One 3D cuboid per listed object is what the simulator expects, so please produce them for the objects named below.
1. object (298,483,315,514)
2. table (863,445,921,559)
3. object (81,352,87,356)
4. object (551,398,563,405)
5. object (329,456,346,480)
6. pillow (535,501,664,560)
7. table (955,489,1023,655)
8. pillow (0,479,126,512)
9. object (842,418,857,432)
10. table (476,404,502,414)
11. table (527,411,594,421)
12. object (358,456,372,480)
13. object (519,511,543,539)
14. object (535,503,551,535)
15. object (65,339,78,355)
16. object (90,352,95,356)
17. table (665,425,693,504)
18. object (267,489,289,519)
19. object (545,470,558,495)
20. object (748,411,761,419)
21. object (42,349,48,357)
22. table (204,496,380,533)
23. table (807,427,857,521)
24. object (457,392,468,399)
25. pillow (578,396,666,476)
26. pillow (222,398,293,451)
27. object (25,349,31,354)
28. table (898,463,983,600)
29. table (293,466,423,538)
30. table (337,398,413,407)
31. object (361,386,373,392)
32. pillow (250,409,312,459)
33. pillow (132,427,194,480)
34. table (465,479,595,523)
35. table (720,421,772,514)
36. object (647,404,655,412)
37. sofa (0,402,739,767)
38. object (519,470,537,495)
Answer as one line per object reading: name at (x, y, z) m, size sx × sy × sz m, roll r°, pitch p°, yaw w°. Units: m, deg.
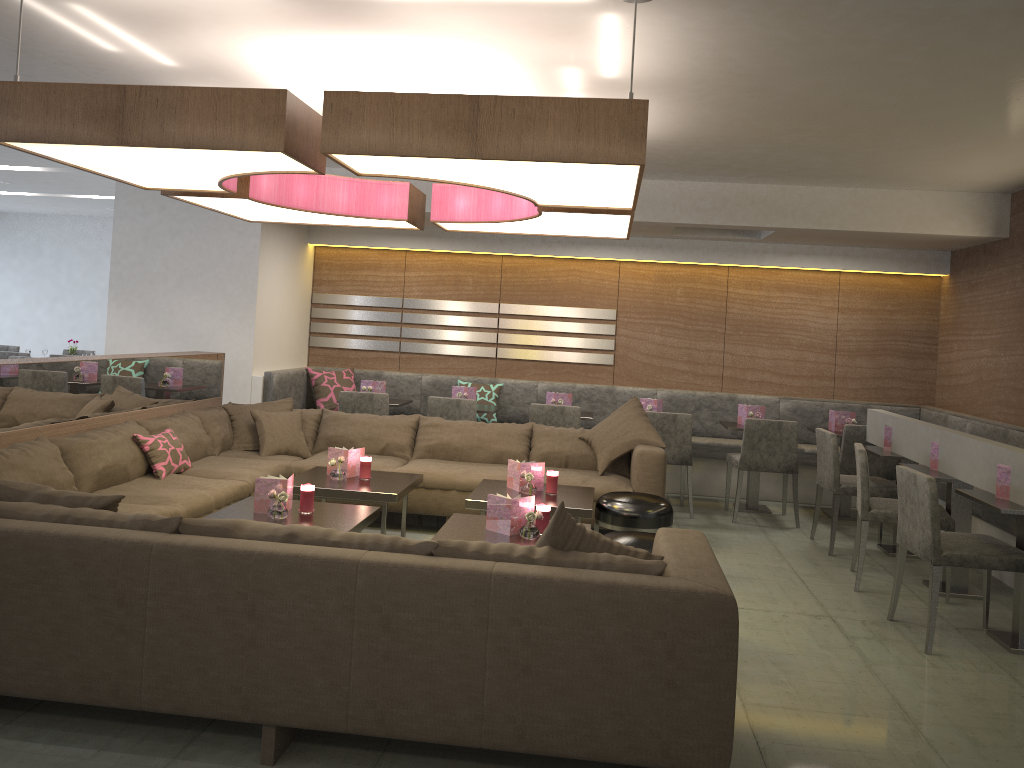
object at (-0.942, 0.525, 4.067) m, size 0.075 × 0.128 × 0.076 m, roll 3°, pitch 0°, yaw -21°
table at (2.559, 0.772, 5.743) m, size 0.506 × 0.655 × 0.506 m, roll 3°, pitch 1°, yaw 6°
object at (-4.713, -0.278, 9.733) m, size 0.053 × 0.139 × 0.053 m, roll 4°, pitch 0°, yaw -36°
object at (0.358, 0.174, 7.044) m, size 0.094 × 0.125 × 0.102 m, roll 3°, pitch 1°, yaw -30°
object at (-0.974, 0.468, 4.934) m, size 0.102 × 0.132 × 0.092 m, roll 3°, pitch 1°, yaw -29°
pillow at (0.198, 0.552, 2.809) m, size 0.531 × 0.405 × 0.279 m, roll 3°, pitch 1°, yaw -5°
table at (2.372, 0.868, 4.038) m, size 0.506 × 0.655 × 0.506 m, roll 3°, pitch 1°, yaw 6°
pillow at (-1.531, 0.493, 3.026) m, size 0.494 × 0.339 × 0.312 m, roll 3°, pitch 1°, yaw 1°
object at (2.590, 0.319, 6.797) m, size 0.099 × 0.125 × 0.097 m, roll 3°, pitch 1°, yaw -23°
table at (-0.380, 0.510, 7.194) m, size 0.506 × 0.655 × 0.506 m, roll 3°, pitch 1°, yaw 6°
table at (0.380, 0.560, 7.110) m, size 0.506 × 0.655 × 0.506 m, roll 3°, pitch 1°, yaw 6°
object at (-0.829, 0.473, 5.003) m, size 0.075 × 0.128 × 0.076 m, roll 3°, pitch 0°, yaw -21°
object at (0.106, 0.602, 3.854) m, size 0.095 × 0.125 × 0.193 m, roll 4°, pitch 2°, yaw 38°
object at (0.136, 0.597, 3.919) m, size 0.075 × 0.128 × 0.076 m, roll 3°, pitch 0°, yaw -31°
object at (-4.889, -0.362, 9.819) m, size 0.155 × 0.276 × 0.104 m, roll 3°, pitch 0°, yaw 4°
object at (-4.734, -0.294, 9.977) m, size 0.053 × 0.139 × 0.053 m, roll 4°, pitch 0°, yaw -36°
table at (1.141, 0.609, 7.025) m, size 0.506 × 0.655 × 0.506 m, roll 3°, pitch 1°, yaw 6°
object at (-1.037, 0.530, 3.917) m, size 0.095 × 0.129 × 0.101 m, roll 3°, pitch 1°, yaw -10°
object at (0.221, 0.542, 4.880) m, size 0.075 × 0.128 × 0.076 m, roll 3°, pitch 0°, yaw -31°
object at (1.889, 0.274, 6.870) m, size 0.106 × 0.125 × 0.093 m, roll 4°, pitch 1°, yaw 38°
object at (-5.307, -0.332, 10.040) m, size 0.053 × 0.139 × 0.053 m, roll 4°, pitch 0°, yaw -36°
table at (-1.010, 0.797, 3.980) m, size 0.658 × 0.412 × 0.658 m, roll 4°, pitch 2°, yaw 6°
table at (2.592, 0.703, 6.865) m, size 0.506 × 0.655 × 0.506 m, roll 3°, pitch 1°, yaw 6°
object at (-0.411, 0.124, 7.135) m, size 0.092 × 0.125 × 0.110 m, roll 4°, pitch 1°, yaw 39°
pillow at (0.718, 0.334, 5.730) m, size 0.622 × 0.513 × 0.298 m, roll 4°, pitch 0°, yaw 20°
pillow at (-1.691, 0.292, 5.993) m, size 0.525 × 0.394 × 0.292 m, roll 2°, pitch 1°, yaw -25°
object at (-5.339, -0.315, 9.750) m, size 0.053 × 0.139 × 0.053 m, roll 4°, pitch 0°, yaw -36°
table at (2.465, 0.820, 4.891) m, size 0.506 × 0.655 × 0.506 m, roll 3°, pitch 1°, yaw 6°
table at (-0.901, 0.741, 4.976) m, size 0.658 × 0.412 × 0.658 m, roll 4°, pitch 2°, yaw 6°
table at (-1.141, 0.461, 7.278) m, size 0.506 × 0.655 × 0.506 m, roll 3°, pitch 1°, yaw 6°
object at (-1.172, 0.075, 7.212) m, size 0.107 × 0.125 × 0.094 m, roll 2°, pitch 1°, yaw -41°
pillow at (-1.528, 0.338, 5.862) m, size 0.379 × 0.323 × 0.235 m, roll 2°, pitch 1°, yaw -39°
pillow at (-1.931, 0.383, 4.916) m, size 0.180 × 0.252 × 0.464 m, roll 3°, pitch 3°, yaw 2°
table at (0.109, 0.807, 4.864) m, size 0.658 × 0.412 × 0.658 m, roll 4°, pitch 2°, yaw 6°
table at (1.901, 0.658, 6.941) m, size 0.506 × 0.655 × 0.506 m, roll 3°, pitch 1°, yaw 6°
object at (1.107, 0.223, 6.964) m, size 0.095 × 0.125 × 0.105 m, roll 3°, pitch 1°, yaw 6°
sofa at (-0.762, 0.653, 4.435) m, size 3.180 × 0.675 × 3.770 m, roll 4°, pitch 3°, yaw 6°
object at (0.095, 0.538, 4.834) m, size 0.095 × 0.129 × 0.106 m, roll 3°, pitch 1°, yaw -34°
